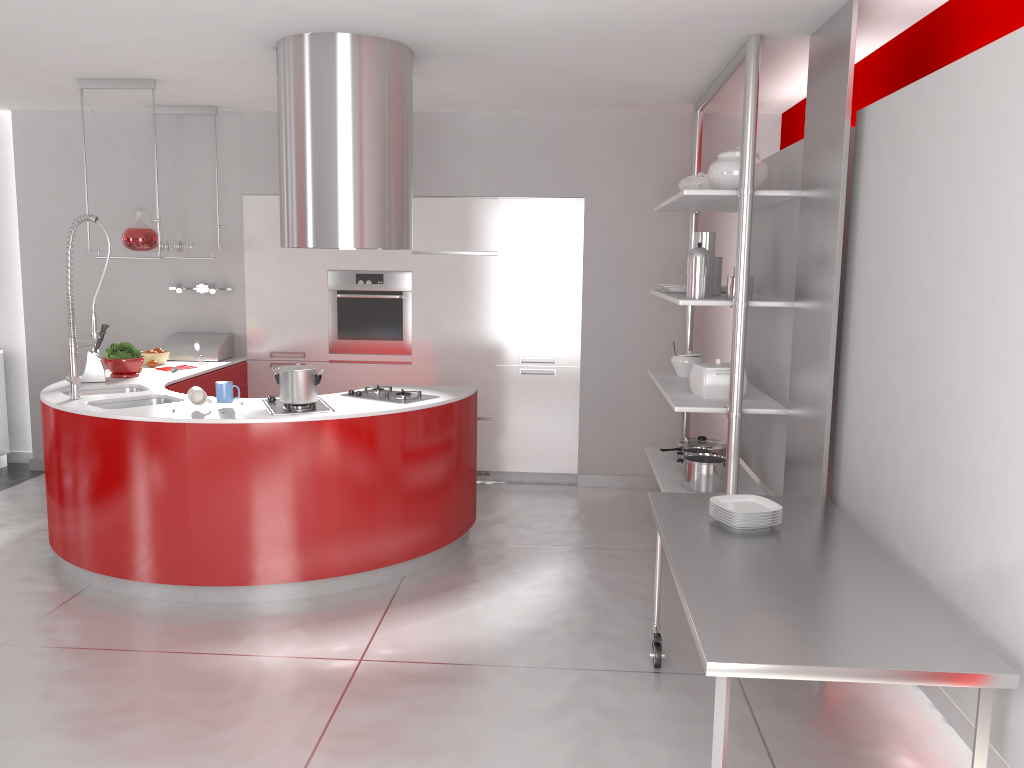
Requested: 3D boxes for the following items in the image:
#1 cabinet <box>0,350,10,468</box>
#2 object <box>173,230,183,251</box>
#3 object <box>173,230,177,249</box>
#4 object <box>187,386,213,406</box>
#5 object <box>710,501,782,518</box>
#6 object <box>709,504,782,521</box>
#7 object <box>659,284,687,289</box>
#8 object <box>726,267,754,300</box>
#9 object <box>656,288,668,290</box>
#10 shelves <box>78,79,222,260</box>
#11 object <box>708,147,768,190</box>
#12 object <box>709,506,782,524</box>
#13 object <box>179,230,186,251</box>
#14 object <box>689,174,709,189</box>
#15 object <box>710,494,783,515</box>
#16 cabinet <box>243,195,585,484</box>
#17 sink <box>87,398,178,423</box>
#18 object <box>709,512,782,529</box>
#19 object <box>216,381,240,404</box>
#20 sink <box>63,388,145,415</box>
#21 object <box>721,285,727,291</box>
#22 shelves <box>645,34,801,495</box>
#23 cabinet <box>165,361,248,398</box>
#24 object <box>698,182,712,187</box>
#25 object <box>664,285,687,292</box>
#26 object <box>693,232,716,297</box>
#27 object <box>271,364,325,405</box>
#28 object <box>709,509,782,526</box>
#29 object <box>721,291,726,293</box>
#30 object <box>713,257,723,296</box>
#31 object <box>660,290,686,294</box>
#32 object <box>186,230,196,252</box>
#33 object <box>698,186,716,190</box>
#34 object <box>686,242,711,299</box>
[{"bbox_3d":[-4.740,0.202,6.459,1.802,0.880,0.610,1,8,3],"label":"cabinet"},{"bbox_3d":[-2.201,-0.946,5.845,0.060,0.141,0.060,1,8,3],"label":"object"},{"bbox_3d":[-2.269,-0.971,6.020,0.060,0.141,0.060,1,8,3],"label":"object"},{"bbox_3d":[-1.493,0.057,4.248,0.109,0.080,0.100,-3,9,-26],"label":"object"},{"bbox_3d":[0.842,0.450,3.199,0.228,0.020,0.228,-1,8,-15],"label":"object"},{"bbox_3d":[0.841,0.460,3.201,0.228,0.020,0.228,-1,8,-15],"label":"object"},{"bbox_3d":[1.025,-0.591,5.434,0.244,0.042,0.244,-1,8,-12],"label":"object"},{"bbox_3d":[1.105,-0.488,4.300,0.127,0.157,0.127,3,8,14],"label":"object"},{"bbox_3d":[1.025,-0.577,5.436,0.280,0.015,0.280,8,11,40],"label":"object"},{"bbox_3d":[-2.250,-1.308,5.615,0.462,1.023,0.934,1,8,3],"label":"shelves"},{"bbox_3d":[1.103,-1.040,4.334,0.287,0.222,0.287,-6,11,-42],"label":"object"},{"bbox_3d":[0.841,0.470,3.202,0.228,0.020,0.228,-1,8,-15],"label":"object"},{"bbox_3d":[-2.219,-0.960,5.943,0.060,0.141,0.060,1,8,3],"label":"object"},{"bbox_3d":[1.087,-1.096,4.970,0.192,0.153,0.192,3,8,17],"label":"object"},{"bbox_3d":[0.842,0.440,3.198,0.228,0.020,0.228,-1,8,-15],"label":"object"},{"bbox_3d":[-0.694,-0.338,6.606,2.398,2.026,0.614,1,8,3],"label":"cabinet"},{"bbox_3d":[-1.880,0.192,4.446,0.326,0.172,0.428,8,11,42],"label":"sink"},{"bbox_3d":[0.841,0.490,3.205,0.228,0.020,0.228,-1,8,-15],"label":"object"},{"bbox_3d":[-1.384,0.040,4.319,0.109,0.100,0.080,-3,9,-23],"label":"object"},{"bbox_3d":[-2.202,0.136,4.807,0.428,0.172,0.326,-5,10,-35],"label":"sink"},{"bbox_3d":[1.233,-0.556,5.213,0.244,0.042,0.244,0,8,-5],"label":"object"},{"bbox_3d":[1.098,-0.360,4.903,0.535,2.599,1.735,1,8,3],"label":"shelves"},{"bbox_3d":[-1.690,0.361,5.426,1.025,0.761,1.875,-6,11,-41],"label":"cabinet"},{"bbox_3d":[1.090,-1.039,4.675,0.200,0.030,0.200,1,8,3],"label":"object"},{"bbox_3d":[0.988,-0.538,5.059,0.244,0.042,0.244,-1,8,-12],"label":"object"},{"bbox_3d":[0.984,-0.613,4.560,0.110,0.329,0.109,1,8,1],"label":"object"},{"bbox_3d":[-1.023,-0.005,4.252,0.218,0.185,0.189,-5,10,-34],"label":"object"},{"bbox_3d":[0.841,0.480,3.204,0.228,0.020,0.228,-1,8,-15],"label":"object"},{"bbox_3d":[1.233,-0.543,5.215,0.280,0.015,0.280,8,11,40],"label":"object"},{"bbox_3d":[1.039,-0.580,4.765,0.172,0.205,0.184,2,8,9],"label":"object"},{"bbox_3d":[0.987,-0.524,5.060,0.280,0.015,0.280,6,10,32],"label":"object"},{"bbox_3d":[-2.183,-0.971,6.025,0.060,0.141,0.060,1,8,3],"label":"object"},{"bbox_3d":[1.090,-1.023,4.677,0.200,0.030,0.200,1,8,3],"label":"object"},{"bbox_3d":[0.924,-0.563,4.394,0.115,0.274,0.115,0,8,-4],"label":"object"}]
